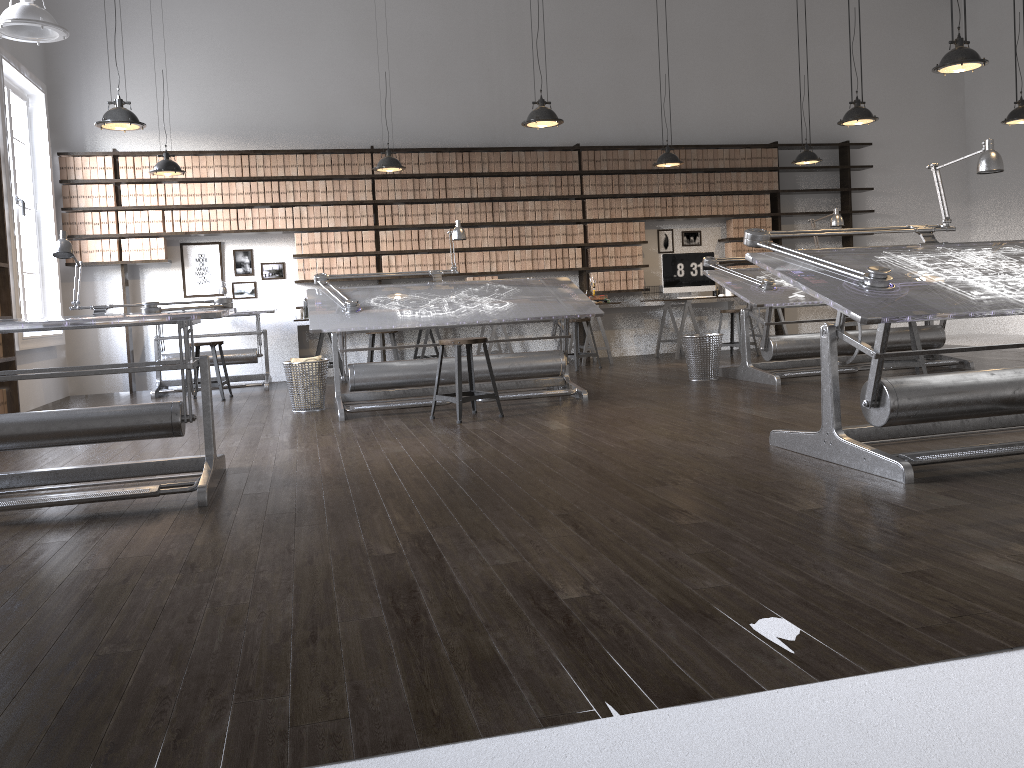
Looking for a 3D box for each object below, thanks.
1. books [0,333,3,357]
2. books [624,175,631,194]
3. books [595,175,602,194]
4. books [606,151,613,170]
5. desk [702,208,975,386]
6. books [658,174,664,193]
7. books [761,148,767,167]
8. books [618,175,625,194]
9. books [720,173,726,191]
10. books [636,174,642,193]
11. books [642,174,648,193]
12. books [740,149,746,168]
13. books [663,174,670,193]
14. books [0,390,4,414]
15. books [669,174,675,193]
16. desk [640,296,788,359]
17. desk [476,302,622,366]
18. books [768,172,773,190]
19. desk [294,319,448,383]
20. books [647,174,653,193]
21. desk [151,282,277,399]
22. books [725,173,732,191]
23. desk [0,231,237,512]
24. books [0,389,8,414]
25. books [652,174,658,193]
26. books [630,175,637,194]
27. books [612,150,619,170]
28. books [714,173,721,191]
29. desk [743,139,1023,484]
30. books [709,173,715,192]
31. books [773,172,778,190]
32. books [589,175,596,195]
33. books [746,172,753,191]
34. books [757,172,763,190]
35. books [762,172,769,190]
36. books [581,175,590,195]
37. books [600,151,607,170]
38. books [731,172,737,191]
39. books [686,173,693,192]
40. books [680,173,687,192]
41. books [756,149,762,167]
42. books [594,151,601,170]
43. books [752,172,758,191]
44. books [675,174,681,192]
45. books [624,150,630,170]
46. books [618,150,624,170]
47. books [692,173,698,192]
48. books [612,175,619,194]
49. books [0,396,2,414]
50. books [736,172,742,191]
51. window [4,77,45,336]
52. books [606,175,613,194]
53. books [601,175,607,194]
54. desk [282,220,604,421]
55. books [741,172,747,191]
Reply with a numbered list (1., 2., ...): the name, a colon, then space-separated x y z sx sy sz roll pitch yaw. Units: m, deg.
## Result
1. books: -4.178 -0.320 7.073 0.174 0.225 0.067 -4 3 -13
2. books: 1.308 -2.295 10.237 0.067 0.225 0.175 -4 4 -13
3. books: 0.970 -2.269 10.155 0.067 0.225 0.175 -4 4 -13
4. books: 1.094 -2.556 10.182 0.067 0.225 0.175 -4 4 -13
5. desk: 2.689 -0.779 7.366 2.070 1.383 1.079 -4 4 -13
6. books: 1.708 -2.325 10.330 0.067 0.225 0.175 -4 4 -13
7. books: 2.987 -2.698 10.627 0.067 0.225 0.175 -4 4 -13
8. books: 1.238 -2.290 10.225 0.067 0.225 0.175 -4 4 -13
9. books: 2.469 -2.382 10.514 0.067 0.225 0.175 -4 4 -13
10. books: 1.445 -2.306 10.273 0.067 0.225 0.175 -4 4 -13
11. books: 1.512 -2.310 10.283 0.067 0.225 0.175 -4 4 -13
12. books: 2.713 -2.677 10.560 0.067 0.225 0.175 -4 4 -13
13. books: 1.775 -2.330 10.350 0.067 0.225 0.175 -4 4 -13
14. books: -4.142 0.166 7.030 0.175 0.225 0.067 -4 3 -13
15. books: 1.843 -2.335 10.368 0.067 0.225 0.175 -4 4 -13
16. desk: 2.391 -0.669 10.156 1.669 0.668 0.657 -4 4 -13
17. desk: 0.311 -0.513 9.666 1.669 0.668 0.657 -4 4 -13
18. books: 3.069 -2.427 10.654 0.067 0.225 0.175 -4 4 -13
19. desk: -1.404 -0.385 9.262 1.669 0.668 0.657 -4 4 -13
20. books: 1.576 -2.315 10.303 0.067 0.225 0.175 -4 4 -13
21. desk: -2.996 -0.481 8.848 1.269 1.095 1.074 -4 4 -13
22. books: 2.538 -2.387 10.531 0.067 0.225 0.175 -4 4 -13
23. desk: -1.885 -0.108 3.906 1.269 1.186 1.174 -4 4 -13
24. books: -4.157 0.159 7.104 0.175 0.225 0.067 -4 3 -13
25. books: 1.637 -2.320 10.315 0.067 0.225 0.175 -4 4 -13
26. books: 1.376 -2.300 10.257 0.067 0.225 0.175 -4 4 -13
27. books: 1.163 -2.562 10.198 0.067 0.225 0.175 -4 4 -13
28. books: 2.401 -2.377 10.494 0.067 0.225 0.175 -4 4 -13
29. desk: 2.151 -0.423 3.966 2.070 1.383 1.079 -4 4 -13
30. books: 2.331 -2.372 10.482 0.067 0.225 0.175 -4 4 -13
31. books: 3.130 -2.431 10.667 0.067 0.225 0.175 -4 4 -13
32. books: 0.899 -2.264 10.138 0.067 0.225 0.175 -4 4 -13
33. books: 2.801 -2.407 10.588 0.067 0.225 0.175 -4 4 -13
34. books: 2.936 -2.417 10.625 0.067 0.225 0.175 -4 4 -13
35. books: 3.005 -2.422 10.635 0.067 0.225 0.175 -4 4 -13
36. books: 0.828 -2.259 10.125 0.067 0.225 0.175 -4 4 -13
37. books: 1.027 -2.551 10.161 0.067 0.225 0.175 -4 4 -13
38. books: 2.605 -2.392 10.540 0.067 0.225 0.175 -4 4 -13
39. books: 2.053 -2.350 10.410 0.067 0.225 0.175 -4 4 -13
40. books: 1.983 -2.345 10.393 0.067 0.225 0.175 -4 4 -13
41. books: 2.915 -2.692 10.609 0.067 0.225 0.175 -4 4 -13
42. books: 0.956 -2.546 10.150 0.067 0.225 0.175 -4 4 -13
43. books: 2.869 -2.412 10.608 0.067 0.225 0.175 -4 4 -13
44. books: 1.911 -2.340 10.380 0.067 0.225 0.175 -4 4 -13
45. books: 1.294 -2.571 10.227 0.067 0.225 0.175 -4 4 -13
46. books: 1.230 -2.566 10.208 0.067 0.225 0.175 -4 4 -13
47. books: 2.113 -2.355 10.429 0.067 0.225 0.175 -4 4 -13
48. books: 1.166 -2.284 10.202 0.067 0.225 0.175 -4 4 -13
49. books: -4.120 0.171 6.959 0.175 0.225 0.067 -4 3 -13
50. books: 2.669 -2.397 10.560 0.067 0.225 0.175 -4 4 -13
51. window: -4.411 -1.555 7.866 0.153 2.304 1.247 -4 3 -13
52. books: 1.093 -2.279 10.191 0.067 0.225 0.175 -4 4 -13
53. books: 1.030 -2.274 10.173 0.067 0.225 0.175 -4 4 -13
54. desk: -0.568 -0.536 6.598 2.281 1.383 1.079 -4 4 -13
55. books: 2.730 -2.401 10.573 0.067 0.225 0.175 -4 4 -13
